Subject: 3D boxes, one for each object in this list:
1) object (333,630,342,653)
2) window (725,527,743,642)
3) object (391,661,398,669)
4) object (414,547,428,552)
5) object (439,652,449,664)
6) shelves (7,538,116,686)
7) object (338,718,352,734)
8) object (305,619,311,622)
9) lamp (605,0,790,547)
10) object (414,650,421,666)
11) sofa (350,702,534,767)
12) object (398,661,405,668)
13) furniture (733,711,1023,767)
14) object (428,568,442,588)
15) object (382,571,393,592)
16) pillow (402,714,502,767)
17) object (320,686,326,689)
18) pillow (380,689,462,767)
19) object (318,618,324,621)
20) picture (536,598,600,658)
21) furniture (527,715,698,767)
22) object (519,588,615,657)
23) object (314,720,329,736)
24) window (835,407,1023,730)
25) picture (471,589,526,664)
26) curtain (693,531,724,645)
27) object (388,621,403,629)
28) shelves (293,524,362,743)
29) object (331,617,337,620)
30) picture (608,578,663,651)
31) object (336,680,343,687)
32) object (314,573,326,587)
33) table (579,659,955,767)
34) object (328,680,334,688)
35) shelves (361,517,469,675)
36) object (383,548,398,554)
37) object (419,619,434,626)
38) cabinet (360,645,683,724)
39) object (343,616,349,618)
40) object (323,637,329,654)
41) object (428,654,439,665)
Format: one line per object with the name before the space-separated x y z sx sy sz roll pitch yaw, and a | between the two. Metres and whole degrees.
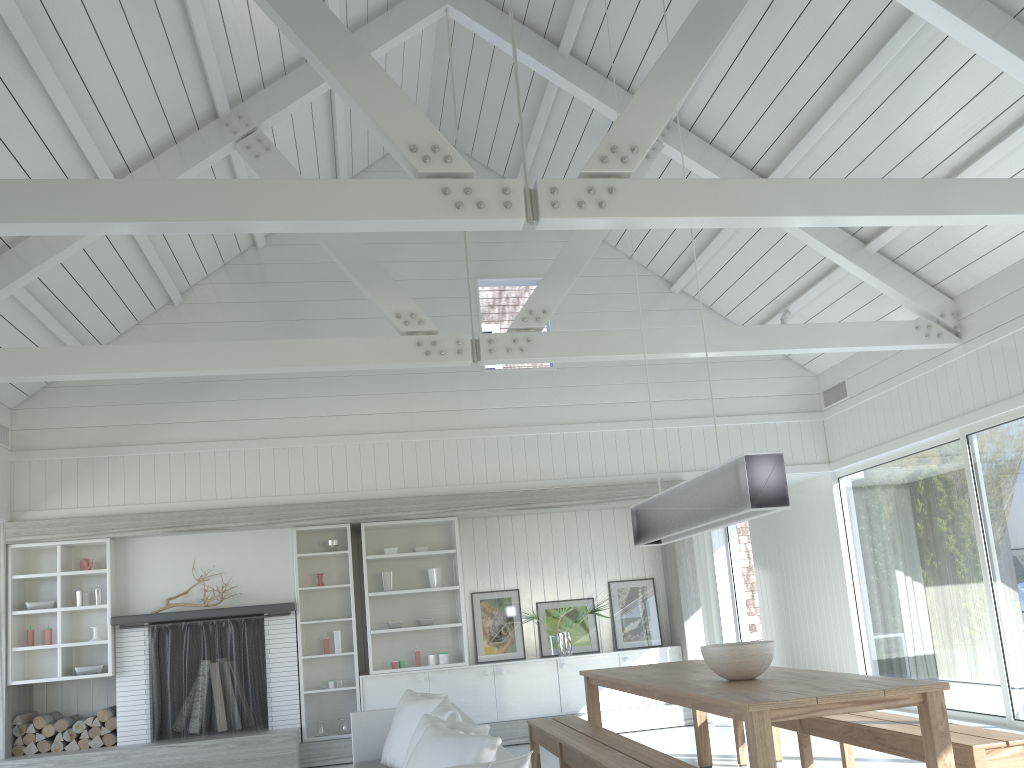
object | -1.677 2.478 8.474 0.072 0.207 0.072 -3 -10 -10
window | 3.147 2.823 11.755 0.037 2.387 0.963 -3 -10 -10
object | -1.133 2.709 8.509 0.054 0.070 0.055 2 -13 -31
object | -0.913 1.682 8.880 0.141 0.065 0.144 -3 -14 -10
object | -0.664 2.667 8.579 0.086 0.109 0.086 -10 -12 25
shelves | -4.090 2.098 8.152 0.864 1.218 0.559 -3 -10 -10
object | -1.586 3.239 8.357 0.138 0.128 0.138 -13 -14 32
object | -1.943 2.250 8.396 0.054 0.025 0.055 -3 -14 -10
lamp | 0.910 -1.193 5.468 0.200 4.171 1.943 -3 -10 -10
object | -0.918 2.644 8.572 0.054 0.193 0.055 -3 -10 -11
sofa | -1.828 2.172 4.492 3.473 0.725 4.220 -2 -15 -10
object | -1.069 2.718 8.545 0.058 0.060 0.058 2 -14 -32
furniture | 1.974 2.155 5.118 0.340 0.463 2.737 -3 -15 -10
object | -0.757 1.921 8.716 0.104 0.193 0.103 -12 -12 34
object | -1.219 1.940 8.637 0.102 0.193 0.104 -3 -10 -10
pillow | -0.333 1.802 4.025 0.465 0.469 1.345 -1 -15 -18
object | -1.795 2.886 8.389 0.054 0.025 0.055 -3 -14 -10
pillow | -0.556 2.253 5.652 0.462 0.469 2.100 -1 -15 -17
object | -1.835 2.260 8.469 0.054 0.025 0.055 -3 -14 -10
picture | 0.569 2.472 8.958 0.608 0.544 0.054 -3 -9 -10
furniture | 0.500 2.215 4.866 0.340 0.463 2.737 -3 -15 -10
object | 0.569 2.355 8.668 0.970 0.619 0.634 -2 -12 -12
object | -1.801 3.247 8.320 0.138 0.128 0.138 -13 -14 32
window | 4.382 0.643 3.920 0.080 2.376 11.157 -3 -15 -10
picture | -0.138 2.425 8.839 0.494 0.692 0.066 -3 -9 -10
curtain | 1.946 2.503 10.249 1.005 2.330 0.118 -3 -9 -9
object | -1.134 2.347 8.581 0.141 0.065 0.144 -3 -14 -10
shelves | -1.794 2.408 8.611 0.540 1.966 0.616 -3 -10 -10
object | -1.727 2.270 8.542 0.054 0.025 0.055 -3 -14 -10
picture | 1.270 2.368 9.081 0.494 0.692 0.066 -3 -9 -10
object | -1.647 2.862 8.415 0.058 0.060 0.058 -3 -12 -10
object | -1.858 1.903 8.542 0.138 0.128 0.138 -13 -14 32
table | 1.199 2.046 5.015 0.905 0.749 3.010 -3 -15 -10
object | -1.721 2.860 8.405 0.054 0.070 0.055 -3 -11 -11
shelves | -0.988 2.106 8.795 0.938 1.419 0.616 -3 -10 -10
object | -1.194 1.656 8.690 0.141 0.065 0.144 -3 -14 -10
object | -0.852 2.374 8.771 0.141 0.065 0.144 -3 -14 -10
cabinet | 0.110 3.027 8.792 3.178 0.542 0.667 -2 -13 -10
object | -1.619 2.280 8.615 0.054 0.025 0.055 -3 -14 -10
object | -1.782 2.490 8.457 0.054 0.193 0.055 -3 -10 -11
object | -0.767 2.698 8.628 0.092 0.094 0.091 -10 -13 23
